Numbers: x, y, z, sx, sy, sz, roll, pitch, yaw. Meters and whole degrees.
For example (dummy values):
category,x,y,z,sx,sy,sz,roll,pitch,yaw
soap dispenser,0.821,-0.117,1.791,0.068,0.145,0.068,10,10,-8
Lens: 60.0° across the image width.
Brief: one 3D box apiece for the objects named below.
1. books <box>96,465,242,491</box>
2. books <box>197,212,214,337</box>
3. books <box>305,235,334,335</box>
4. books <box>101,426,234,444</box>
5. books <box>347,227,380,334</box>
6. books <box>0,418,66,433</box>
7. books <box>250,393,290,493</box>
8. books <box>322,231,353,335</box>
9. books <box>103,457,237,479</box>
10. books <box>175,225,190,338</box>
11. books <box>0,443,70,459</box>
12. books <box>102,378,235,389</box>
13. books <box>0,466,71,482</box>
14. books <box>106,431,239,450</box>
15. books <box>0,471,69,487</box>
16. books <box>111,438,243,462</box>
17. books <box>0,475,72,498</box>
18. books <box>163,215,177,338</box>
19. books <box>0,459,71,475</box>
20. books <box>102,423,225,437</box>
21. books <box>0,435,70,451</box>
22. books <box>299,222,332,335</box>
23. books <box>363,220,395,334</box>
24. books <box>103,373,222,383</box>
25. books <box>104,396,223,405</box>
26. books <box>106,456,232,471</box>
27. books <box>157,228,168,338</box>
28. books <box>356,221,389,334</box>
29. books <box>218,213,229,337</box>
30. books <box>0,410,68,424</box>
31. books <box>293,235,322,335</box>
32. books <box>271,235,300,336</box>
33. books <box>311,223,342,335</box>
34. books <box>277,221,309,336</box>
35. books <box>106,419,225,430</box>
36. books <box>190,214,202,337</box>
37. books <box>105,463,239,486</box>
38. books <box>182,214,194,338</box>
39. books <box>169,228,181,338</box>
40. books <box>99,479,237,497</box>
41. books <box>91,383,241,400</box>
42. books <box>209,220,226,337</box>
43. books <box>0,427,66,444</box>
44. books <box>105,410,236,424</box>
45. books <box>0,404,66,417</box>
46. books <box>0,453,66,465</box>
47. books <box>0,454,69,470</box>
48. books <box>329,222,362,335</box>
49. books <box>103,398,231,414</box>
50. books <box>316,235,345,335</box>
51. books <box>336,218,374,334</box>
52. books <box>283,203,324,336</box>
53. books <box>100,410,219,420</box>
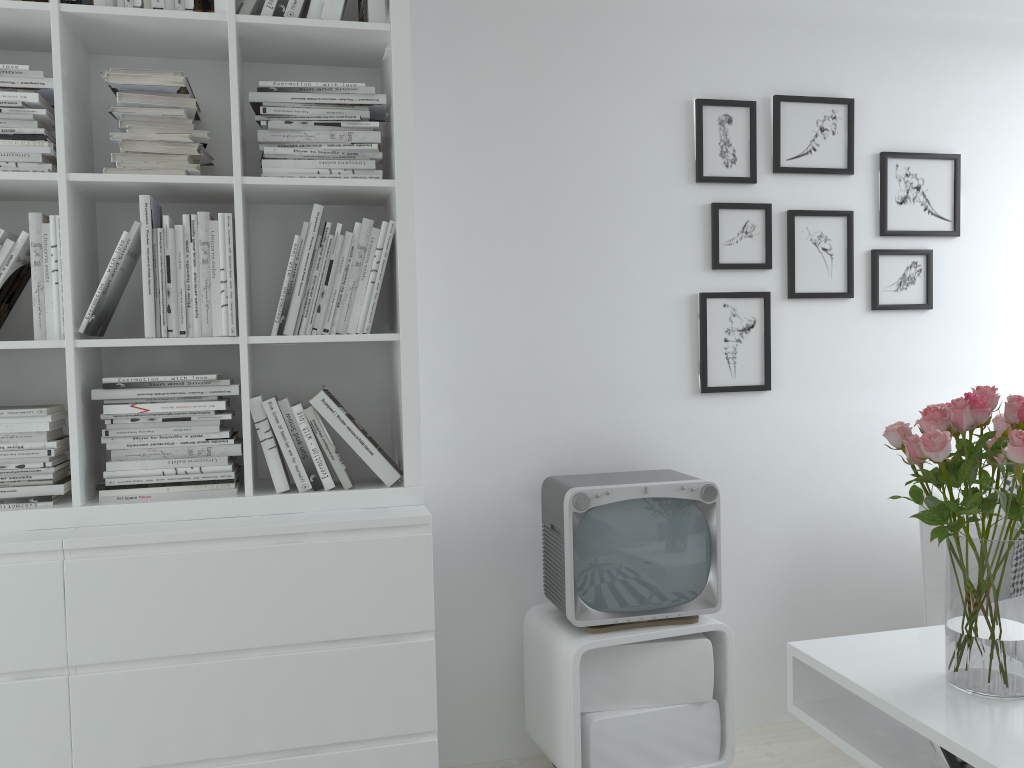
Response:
category,x,y,z,sx,sy,sz,roll,pitch,yaw
books,-0.854,0.235,2.239,0.312,0.012,0.251,-2,2,-13
books,-0.747,-0.262,2.187,0.028,0.296,0.180,-2,2,-13
books,-0.491,-0.247,2.261,0.078,0.249,0.161,-2,2,-13
books,-0.850,0.125,2.213,0.288,0.016,0.182,-2,2,-13
books,-0.391,-0.261,2.304,0.091,0.269,0.174,-2,2,-13
books,-1.224,0.100,2.105,0.273,0.021,0.174,-2,2,-13
books,-0.608,0.145,2.226,0.093,0.239,0.172,-2,2,-13
books,-0.453,-0.253,2.281,0.085,0.258,0.167,-2,2,-13
books,-0.839,0.206,2.201,0.288,0.016,0.182,-2,2,-13
books,-0.797,-0.244,2.162,0.017,0.263,0.167,-2,2,-13
books,-1.212,0.161,2.113,0.263,0.017,0.167,-2,2,-13
books,-0.838,-0.002,2.185,0.285,0.012,0.159,-2,2,-13
books,-1.233,0.216,2.123,0.288,0.016,0.182,-2,2,-13
books,-0.839,0.140,2.216,0.288,0.016,0.182,-2,2,-13
books,-1.212,0.229,2.113,0.254,0.013,0.161,-2,2,-13
books,-0.826,0.163,2.219,0.296,0.028,0.180,-2,2,-13
books,-1.224,0.248,2.111,0.331,0.025,0.176,-2,2,-13
books,-0.823,-0.254,2.153,0.012,0.285,0.159,-2,2,-13
books,-1.205,0.201,2.105,0.256,0.013,0.161,-2,2,-13
books,-0.856,0.109,2.197,0.263,0.017,0.167,-2,2,-13
books,-1.224,0.144,2.123,0.288,0.016,0.182,-2,2,-13
books,-0.508,-0.264,2.281,0.090,0.282,0.182,-2,2,-13
books,-0.349,-0.269,2.291,0.090,0.282,0.182,-2,2,-13
books,-0.855,-0.015,2.185,0.254,0.012,0.161,-2,2,-13
books,-0.855,0.036,2.193,0.254,0.013,0.161,-2,2,-13
books,-0.841,0.188,2.200,0.273,0.021,0.174,-2,2,-13
books,-0.833,-0.239,2.142,0.013,0.256,0.161,-2,2,-13
books,-0.369,-0.269,2.303,0.090,0.282,0.182,-2,2,-13
books,-0.702,-0.262,2.181,0.016,0.288,0.182,-2,2,-13
books,-1.226,0.081,2.103,0.288,0.016,0.182,-2,2,-13
books,-0.522,-0.246,2.263,0.078,0.248,0.161,-2,2,-13
books,-0.572,-0.243,2.245,0.077,0.248,0.161,-2,2,-13
books,-0.477,-0.262,2.273,0.085,0.278,0.159,-2,2,-13
books,-0.554,-0.261,2.245,0.085,0.278,0.159,-2,2,-13
books,-0.848,0.094,2.190,0.254,0.012,0.161,-2,2,-13
books,-0.769,-0.258,2.182,0.016,0.288,0.182,-2,2,-13
books,-0.831,0.222,2.192,0.288,0.016,0.182,-2,2,-13
books,-0.784,-0.258,2.179,0.016,0.288,0.182,-2,2,-13
books,-0.810,-0.239,2.150,0.012,0.254,0.161,-2,2,-13
books,-0.854,0.249,2.231,0.308,0.014,0.232,-2,2,-16
books,-0.843,0.017,2.195,0.331,0.025,0.176,-2,2,-13
books,-0.720,-0.252,2.177,0.021,0.273,0.174,-2,2,-13
books,-1.247,0.123,2.116,0.296,0.028,0.180,-2,2,-13
books,-0.838,0.081,2.198,0.285,0.012,0.159,-2,2,-13
books,-1.230,0.066,2.090,0.288,0.016,0.182,-2,2,-13
books,-1.216,0.177,2.104,0.254,0.012,0.161,-2,2,-13
books,-1.228,0.189,2.107,0.285,0.012,0.159,-2,2,-13
books,-0.437,-0.266,2.299,0.090,0.282,0.182,-2,2,-13
books,-0.844,0.053,2.190,0.273,0.021,0.174,-2,2,-13
books,-0.467,-0.248,2.269,0.077,0.248,0.161,-2,2,-13
books,-0.413,-0.272,2.304,0.103,0.293,0.180,-2,2,-13
books,-0.532,-0.283,2.259,0.109,0.325,0.176,-2,2,-13
books,-0.858,0.070,2.184,0.256,0.013,0.161,-2,2,-13
